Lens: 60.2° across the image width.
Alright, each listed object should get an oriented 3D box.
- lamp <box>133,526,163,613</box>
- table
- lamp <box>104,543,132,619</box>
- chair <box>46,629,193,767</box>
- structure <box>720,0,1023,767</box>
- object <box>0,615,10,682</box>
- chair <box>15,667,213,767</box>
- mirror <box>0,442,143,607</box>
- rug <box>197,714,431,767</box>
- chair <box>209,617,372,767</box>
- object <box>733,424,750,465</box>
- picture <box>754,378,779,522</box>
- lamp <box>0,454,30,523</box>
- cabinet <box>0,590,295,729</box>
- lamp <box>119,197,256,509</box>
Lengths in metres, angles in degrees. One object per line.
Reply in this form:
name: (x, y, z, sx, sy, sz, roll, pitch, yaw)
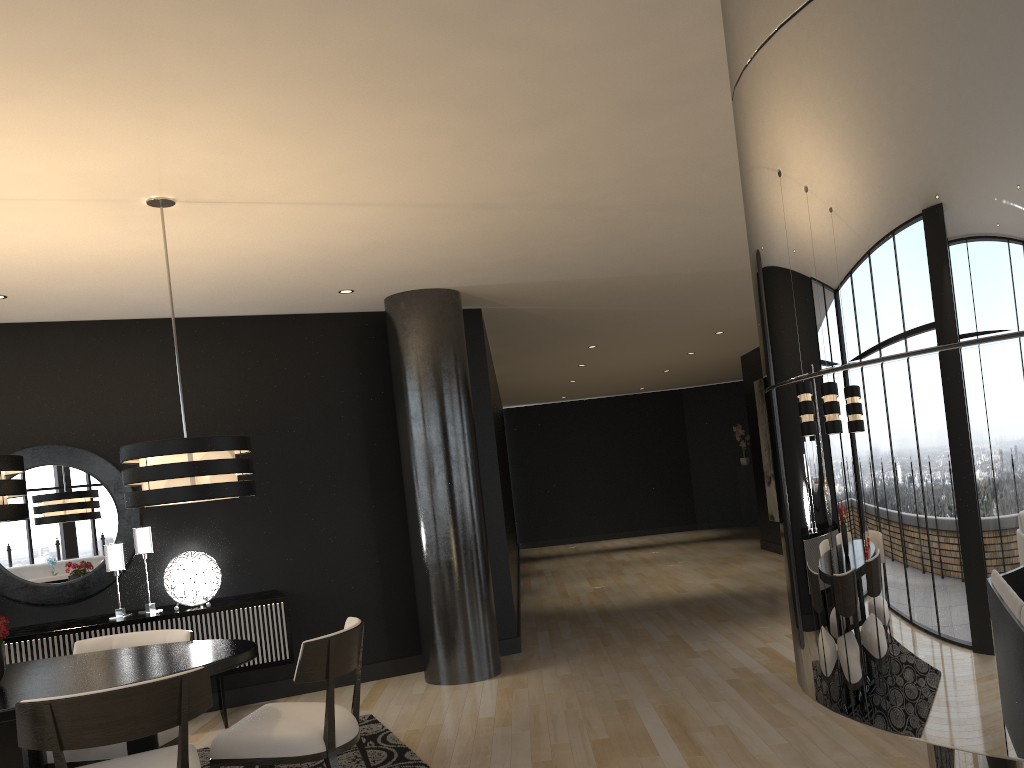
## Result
lamp: (-2.379, 1.206, 5.741, 0.133, 0.548, 0.124, -7, -1, 30)
table: (-2.058, 1.590, 3.516, 2.100, 0.766, 1.218, -4, -5, -20)
lamp: (-2.514, 1.250, 5.620, 0.125, 0.464, 0.132, -6, -1, 0)
chair: (-1.845, 1.619, 4.165, 0.643, 0.803, 0.618, -7, -3, 6)
structure: (0.814, 0.075, 1.566, 0.585, 2.734, 0.896, -6, -1, -12)
object: (-2.116, 1.060, 3.505, 0.237, 0.297, 0.230, -5, -3, -20)
chair: (-1.436, 1.477, 3.268, 0.640, 0.803, 0.621, -5, -3, -29)
mirror: (-2.997, 0.917, 5.771, 1.073, 1.074, 0.025, -5, -1, -22)
rug: (-2.079, 1.972, 3.501, 3.710, 0.011, 2.740, -4, -7, -22)
chair: (-0.929, 1.490, 3.900, 0.617, 0.803, 0.644, -7, -3, 6)
object: (4.325, 1.127, 16.504, 0.340, 0.784, 0.228, -7, -1, 29)
picture: (3.374, 0.831, 11.239, 0.077, 1.867, 1.159, -6, -2, 0)
lamp: (-2.292, -0.090, 3.514, 0.534, 1.324, 0.539, -6, -2, -23)
cabinet: (-2.556, 1.869, 5.583, 2.230, 0.764, 0.615, -4, -3, -22)
lamp: (-1.462, -0.145, 3.847, 0.534, 1.324, 0.539, -6, -2, -23)
